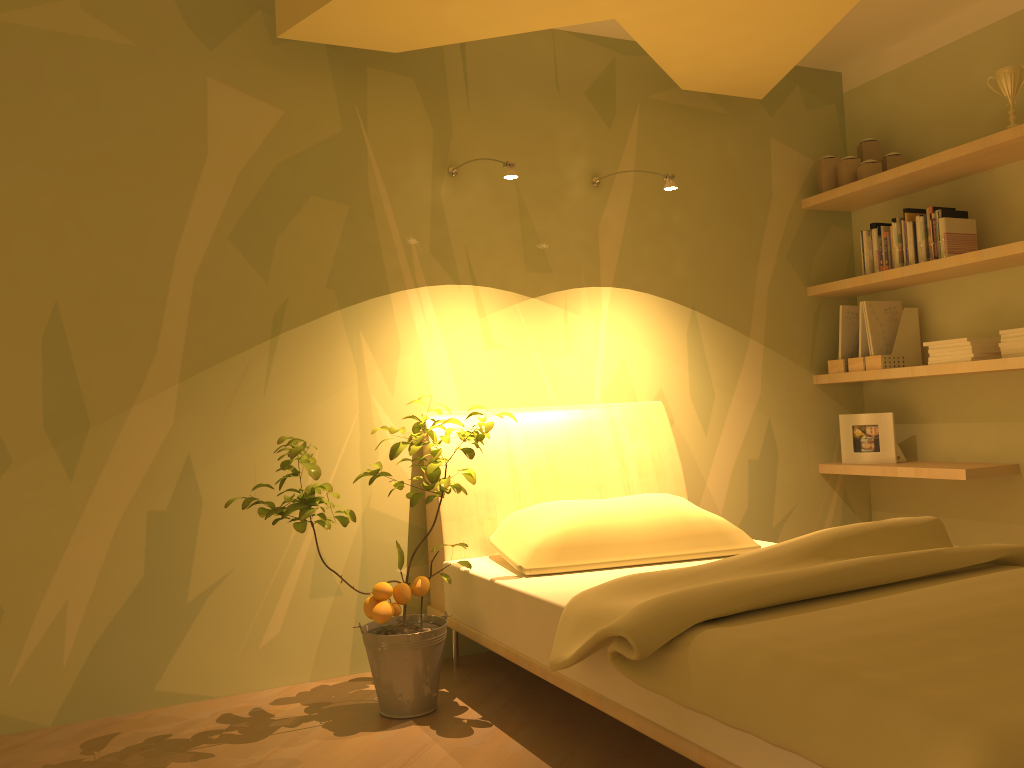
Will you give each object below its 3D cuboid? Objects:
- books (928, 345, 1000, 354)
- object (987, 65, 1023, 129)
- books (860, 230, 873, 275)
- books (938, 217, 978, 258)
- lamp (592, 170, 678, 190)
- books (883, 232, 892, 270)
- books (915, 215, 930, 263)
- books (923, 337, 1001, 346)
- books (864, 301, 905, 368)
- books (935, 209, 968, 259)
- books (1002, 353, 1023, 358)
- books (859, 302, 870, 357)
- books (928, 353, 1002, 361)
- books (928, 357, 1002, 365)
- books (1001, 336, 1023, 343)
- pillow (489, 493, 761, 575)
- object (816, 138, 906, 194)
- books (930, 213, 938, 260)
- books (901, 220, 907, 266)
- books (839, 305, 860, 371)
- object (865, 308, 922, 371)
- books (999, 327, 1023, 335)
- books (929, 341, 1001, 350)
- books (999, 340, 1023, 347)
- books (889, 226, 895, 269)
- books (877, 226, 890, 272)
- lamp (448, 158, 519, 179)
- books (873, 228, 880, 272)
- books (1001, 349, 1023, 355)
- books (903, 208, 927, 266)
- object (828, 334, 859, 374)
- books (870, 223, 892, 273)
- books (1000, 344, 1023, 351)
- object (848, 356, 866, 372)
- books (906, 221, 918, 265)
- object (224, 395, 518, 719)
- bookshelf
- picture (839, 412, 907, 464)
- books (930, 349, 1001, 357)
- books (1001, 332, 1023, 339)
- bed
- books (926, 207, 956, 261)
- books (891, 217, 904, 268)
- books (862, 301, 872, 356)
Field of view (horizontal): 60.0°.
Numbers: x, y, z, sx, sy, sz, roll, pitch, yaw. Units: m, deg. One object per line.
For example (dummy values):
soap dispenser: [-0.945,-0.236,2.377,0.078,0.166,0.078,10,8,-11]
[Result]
books: [1.784,-0.135,3.429,0.270,0.015,0.190,-2,-2,-25]
object: [1.841,-1.028,3.267,0.160,0.268,0.095,-5,-3,36]
books: [1.578,-0.559,3.835,0.157,0.203,0.040,-2,-2,-25]
books: [1.739,-0.562,3.460,0.178,0.163,0.032,-2,-2,-25]
lamp: [0.453,-0.763,3.342,0.050,0.178,0.533,-2,-2,-25]
books: [1.628,-0.550,3.729,0.157,0.172,0.021,-2,-2,-25]
books: [1.698,-0.575,3.575,0.157,0.203,0.040,-2,-2,-25]
books: [1.769,-0.164,3.443,0.270,0.015,0.190,-2,-2,-27]
books: [1.609,-0.210,3.794,0.210,0.296,0.043,-2,-2,-25]
books: [1.735,-0.580,3.493,0.157,0.203,0.032,-2,-2,-25]
books: [1.917,-0.108,3.139,0.190,0.015,0.270,-3,-2,-14]
books: [1.585,-0.206,3.841,0.214,0.297,0.048,-2,-2,-25]
books: [1.785,-0.105,3.435,0.270,0.015,0.190,-2,-2,-28]
books: [1.786,-0.090,3.435,0.270,0.015,0.190,-2,-2,-25]
books: [1.909,-0.168,3.135,0.190,0.015,0.270,-3,-2,-12]
pillow: [0.354,0.490,2.936,0.801,0.213,0.482,-2,-2,-15]
object: [1.528,-0.968,3.898,0.234,0.229,0.349,-2,-2,-24]
books: [1.724,-0.576,3.518,0.157,0.198,0.022,-2,-2,-25]
books: [1.665,-0.570,3.650,0.155,0.203,0.017,-2,-2,-25]
books: [1.534,-0.199,3.956,0.214,0.297,0.048,-2,-2,-30]
object: [1.618,-0.190,3.774,0.236,0.259,0.087,-2,-2,-25]
books: [1.913,-0.198,3.142,0.190,0.015,0.270,-2,-2,-19]
books: [1.790,-0.151,3.433,0.270,0.015,0.190,-2,-2,-23]
books: [1.907,-0.153,3.141,0.190,0.015,0.270,-3,-2,-14]
books: [1.643,-0.562,3.708,0.146,0.193,0.032,-2,-2,-25]
books: [1.616,-0.564,3.754,0.157,0.203,0.032,-2,-2,-25]
lamp: [-0.108,-0.742,3.084,0.050,0.178,0.533,-2,-2,-25]
books: [1.605,-0.560,3.778,0.157,0.198,0.022,-2,-2,-25]
books: [1.917,-0.123,3.139,0.190,0.015,0.270,-2,-2,-17]
books: [1.670,-0.594,3.632,0.157,0.247,0.021,-2,-2,-25]
object: [1.525,-0.178,3.976,0.236,0.259,0.087,-2,-2,-30]
books: [1.601,-0.574,3.807,0.138,0.229,0.032,-2,-2,-25]
books: [1.909,-0.138,3.135,0.190,0.015,0.270,-3,-2,-13]
object: [1.578,-0.185,3.862,0.236,0.259,0.087,-2,-2,-25]
books: [1.676,-0.563,3.604,0.173,0.184,0.032,-2,-2,-25]
object: [-0.397,0.506,2.623,0.828,0.944,0.372,-2,-3,-31]
bookshelf: [2.026,-0.296,2.891,0.300,1.240,2.605,-2,-2,-25]
picture: [1.572,0.237,3.885,0.247,0.219,0.131,-5,-3,43]
books: [1.791,-0.121,3.430,0.270,0.015,0.190,-2,-2,-24]
books: [1.922,-0.183,3.153,0.190,0.015,0.270,-3,-2,-14]
bed: [0.634,0.465,2.299,1.286,0.894,2.378,-2,-2,-25]
books: [1.720,-0.590,3.547,0.138,0.229,0.032,-2,-2,-25]
books: [1.648,-0.575,3.672,0.166,0.217,0.038,-2,-2,-25]
books: [1.602,-0.208,3.800,0.210,0.296,0.036,-2,-2,-25]
